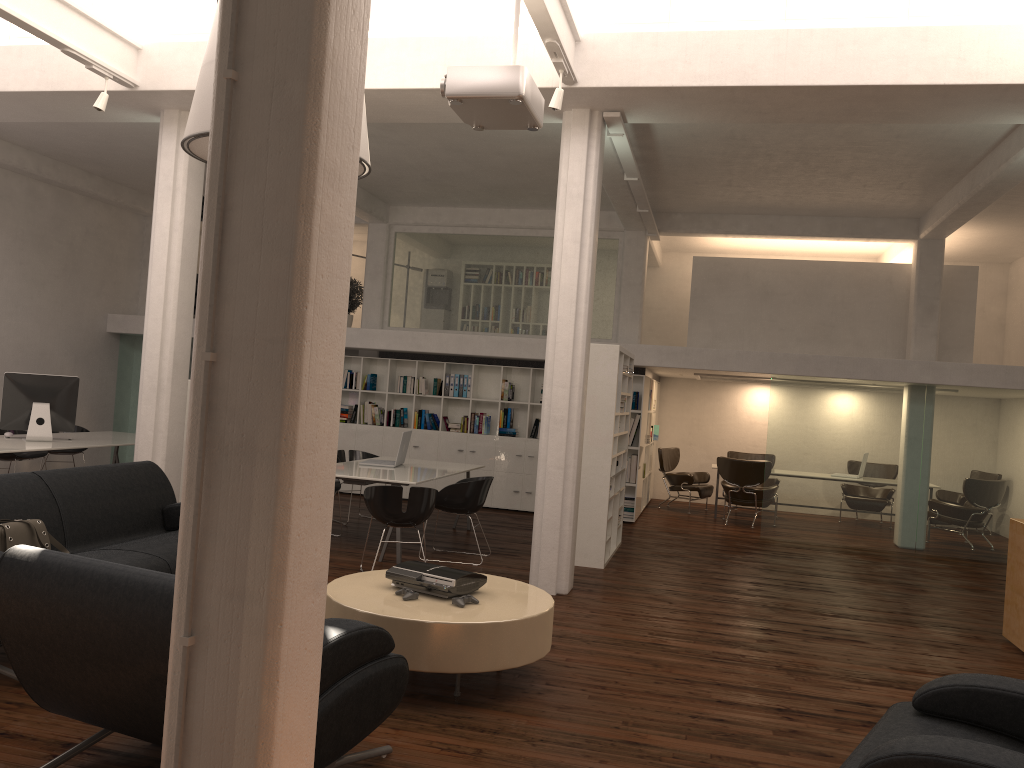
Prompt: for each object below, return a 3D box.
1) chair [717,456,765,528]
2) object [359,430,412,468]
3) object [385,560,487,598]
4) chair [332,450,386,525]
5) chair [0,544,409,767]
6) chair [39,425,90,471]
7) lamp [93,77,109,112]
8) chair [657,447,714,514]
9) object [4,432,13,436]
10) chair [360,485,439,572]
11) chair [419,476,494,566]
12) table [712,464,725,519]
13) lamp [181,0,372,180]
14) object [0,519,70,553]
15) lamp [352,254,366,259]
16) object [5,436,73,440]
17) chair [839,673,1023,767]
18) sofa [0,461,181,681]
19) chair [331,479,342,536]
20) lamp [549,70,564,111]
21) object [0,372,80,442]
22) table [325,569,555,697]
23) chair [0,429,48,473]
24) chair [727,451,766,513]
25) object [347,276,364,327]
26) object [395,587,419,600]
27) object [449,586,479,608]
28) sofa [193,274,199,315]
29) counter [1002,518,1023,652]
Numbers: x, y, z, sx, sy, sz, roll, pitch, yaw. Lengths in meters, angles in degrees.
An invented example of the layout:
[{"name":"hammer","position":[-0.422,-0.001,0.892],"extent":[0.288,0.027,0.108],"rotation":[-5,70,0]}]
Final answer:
[{"name":"chair","position":[4.192,1.910,15.829],"extent":[0.994,1.183,0.991],"rotation":[4,-1,28]},{"name":"object","position":[-1.690,0.850,11.931],"extent":[0.557,0.470,0.702],"rotation":[4,-1,3]},{"name":"object","position":[-0.541,1.397,6.365],"extent":[0.558,0.163,0.471],"rotation":[4,-1,33]},{"name":"chair","position":[-2.270,1.503,13.031],"extent":[0.795,1.004,0.757],"rotation":[5,-1,-42]},{"name":"chair","position":[-1.494,1.393,4.471],"extent":[1.454,1.130,1.481],"rotation":[4,-1,24]},{"name":"chair","position":[-7.148,1.161,14.071],"extent":[0.795,1.004,0.757],"rotation":[5,-1,-32]},{"name":"lamp","position":[-4.220,-2.980,9.104],"extent":[0.136,0.357,0.117],"rotation":[4,-1,7]},{"name":"chair","position":[3.371,1.869,17.388],"extent":[0.991,1.183,0.994],"rotation":[4,-1,33]},{"name":"object","position":[-6.894,0.687,12.149],"extent":[0.108,0.052,0.194],"rotation":[5,-1,-31]},{"name":"chair","position":[-1.185,1.538,9.373],"extent":[0.795,1.004,0.757],"rotation":[4,-1,-12]},{"name":"chair","position":[-0.635,1.594,10.675],"extent":[0.757,1.004,0.795],"rotation":[4,-1,8]},{"name":"table","position":[5.649,2.149,16.360],"extent":[3.900,0.947,1.040],"rotation":[4,-1,13]},{"name":"lamp","position":[-1.603,-3.817,6.705],"extent":[1.386,4.284,1.386],"rotation":[4,-1,27]},{"name":"object","position":[-3.535,1.147,6.421],"extent":[0.331,0.352,0.586],"rotation":[4,-1,28]},{"name":"lamp","position":[-3.198,-2.763,19.477],"extent":[2.635,0.513,0.447],"rotation":[4,-1,22]},{"name":"object","position":[-6.462,0.730,12.119],"extent":[0.804,0.032,0.217],"rotation":[5,-1,-32]},{"name":"chair","position":[2.173,1.650,3.660],"extent":[1.481,1.130,1.454],"rotation":[4,-1,34]},{"name":"sofa","position":[-3.294,1.297,6.951],"extent":[1.467,1.119,3.087],"rotation":[4,-1,13]},{"name":"chair","position":[-2.625,1.457,11.313],"extent":[0.757,1.004,0.795],"rotation":[4,-1,13]},{"name":"lamp","position":[0.409,-2.656,8.039],"extent":[0.136,0.357,0.117],"rotation":[4,-1,19]},{"name":"object","position":[-6.255,0.313,11.754],"extent":[0.886,0.888,0.347],"rotation":[5,-1,-32]},{"name":"table","position":[-0.527,1.767,6.318],"extent":[1.616,0.570,1.616],"rotation":[4,-1,6]},{"name":"chair","position":[-7.192,1.142,12.751],"extent":[0.757,1.004,0.795],"rotation":[4,-1,13]},{"name":"chair","position":[4.777,1.974,17.660],"extent":[0.994,1.183,0.991],"rotation":[4,-1,8]},{"name":"object","position":[-3.260,-1.569,17.363],"extent":[0.793,1.127,0.770],"rotation":[4,-1,11]},{"name":"object","position":[-0.718,1.432,6.080],"extent":[0.119,0.062,0.193],"rotation":[4,-1,-26]},{"name":"object","position":[-0.362,1.439,6.033],"extent":[0.231,0.099,0.193],"rotation":[4,-1,36]},{"name":"sofa","position":[-5.977,-1.727,19.417],"extent":[1.467,1.119,3.087],"rotation":[4,-1,13]},{"name":"counter","position":[4.356,1.794,5.176],"extent":[0.689,1.141,6.858],"rotation":[4,-1,13]}]
